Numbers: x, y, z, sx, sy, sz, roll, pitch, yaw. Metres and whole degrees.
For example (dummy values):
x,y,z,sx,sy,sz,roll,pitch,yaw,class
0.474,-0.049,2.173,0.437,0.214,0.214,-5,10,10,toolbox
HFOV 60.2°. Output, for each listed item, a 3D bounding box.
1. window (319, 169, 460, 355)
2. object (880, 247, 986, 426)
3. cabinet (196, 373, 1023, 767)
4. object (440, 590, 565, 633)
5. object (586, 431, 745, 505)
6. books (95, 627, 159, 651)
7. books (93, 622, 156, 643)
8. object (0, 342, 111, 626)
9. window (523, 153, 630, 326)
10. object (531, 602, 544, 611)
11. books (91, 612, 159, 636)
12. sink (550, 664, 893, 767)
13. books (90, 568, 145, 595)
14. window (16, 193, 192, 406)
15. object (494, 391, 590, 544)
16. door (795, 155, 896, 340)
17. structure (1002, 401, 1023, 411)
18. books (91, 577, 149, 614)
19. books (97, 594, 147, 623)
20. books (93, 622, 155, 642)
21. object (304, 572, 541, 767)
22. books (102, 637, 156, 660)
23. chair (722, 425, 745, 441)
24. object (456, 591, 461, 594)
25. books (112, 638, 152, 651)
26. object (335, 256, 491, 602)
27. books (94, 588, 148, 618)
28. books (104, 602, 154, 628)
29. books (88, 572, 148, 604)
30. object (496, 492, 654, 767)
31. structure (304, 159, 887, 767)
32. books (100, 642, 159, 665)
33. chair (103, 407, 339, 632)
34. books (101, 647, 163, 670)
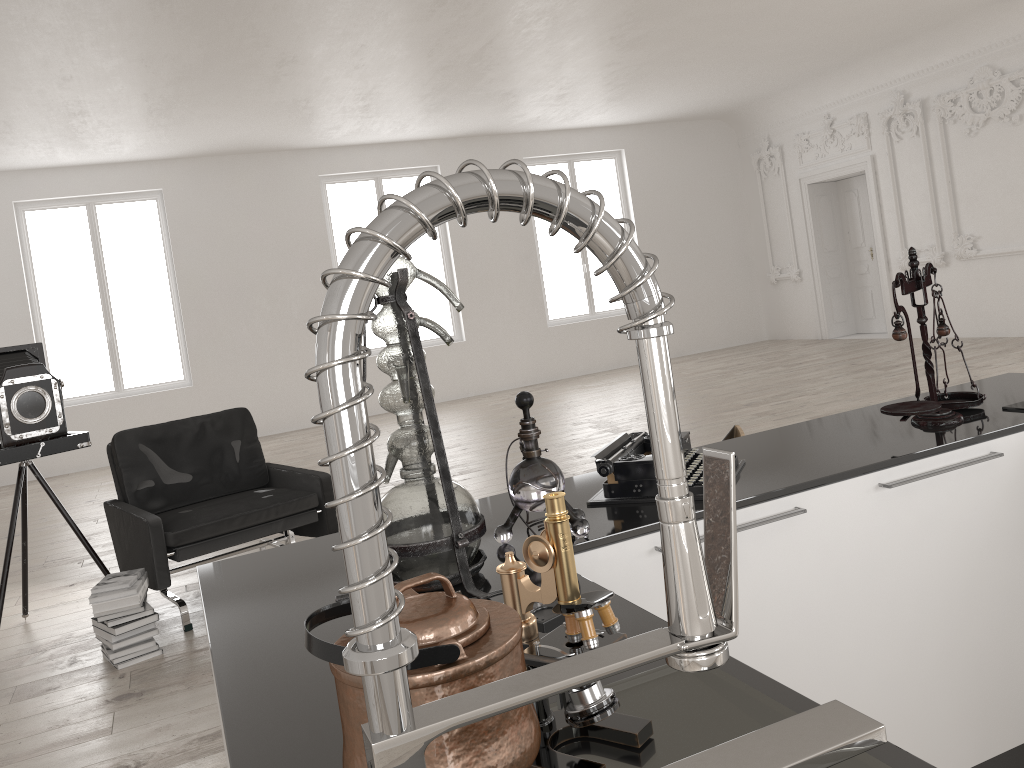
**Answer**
x,y,z,sx,sy,sz,roll,pitch,yaw,class
-1.741,-1.775,12.820,1.733,2.574,0.070,-9,2,-22,window
1.136,-0.135,2.422,0.167,0.489,0.517,-7,4,41,object
1.029,0.671,1.418,2.718,0.879,2.461,-11,6,-21,cabinet
-0.009,0.352,1.448,0.124,0.045,0.375,-12,7,-32,object
0.378,0.189,2.170,0.315,0.110,0.386,-6,6,23,object
-1.791,1.158,4.108,0.207,0.026,0.289,-13,7,-39,books
-1.807,1.128,4.116,0.200,0.034,0.258,-14,8,-42,books
-2.587,0.555,4.687,0.652,1.519,0.716,-7,3,43,object
1.129,-2.317,13.984,1.733,2.574,0.070,-9,2,-22,window
0.040,0.349,1.348,0.017,0.056,0.017,-10,2,-41,object
-1.796,1.091,4.100,0.200,0.034,0.299,-14,8,-44,books
0.249,0.495,0.551,0.487,0.140,1.165,-11,6,-21,sink
-1.834,0.918,4.122,0.172,0.022,0.243,-9,6,-7,books
-5.234,-1.114,11.403,1.733,2.574,0.070,-9,2,-22,window
0.039,0.167,1.877,0.204,0.311,0.221,-10,3,-23,object
5.195,-1.999,13.208,0.657,2.586,1.560,-9,2,-21,door
1.708,0.028,2.263,0.508,0.021,0.628,-11,6,-21,structure
-1.809,0.975,4.094,0.199,0.041,0.311,-10,6,-15,books
-1.809,1.033,4.111,0.199,0.025,0.274,-10,6,-20,books
-1.807,1.128,4.116,0.195,0.030,0.251,-14,8,-42,books
-0.066,0.309,0.790,0.186,0.279,0.209,-8,3,19,object
-1.785,1.201,4.111,0.200,0.025,0.280,-12,7,-31,books
0.554,0.608,3.324,0.778,0.769,0.635,-7,3,23,chair
-0.062,0.343,1.185,0.111,0.131,0.111,-9,3,-16,object
-1.797,1.177,4.130,0.173,0.022,0.242,-12,7,-33,books
-0.183,0.045,1.705,0.317,0.649,0.296,-8,2,22,object
-1.814,1.008,4.107,0.199,0.025,0.280,-10,6,-15,books
-1.798,1.058,4.113,0.200,0.025,0.276,-12,7,-33,books
-1.822,0.943,4.100,0.206,0.026,0.290,-10,6,-13,books
0.042,0.266,0.988,0.169,0.290,0.133,-7,3,38,object
0.059,0.178,0.419,0.281,0.580,0.130,-9,2,-22,structure
-1.780,1.226,4.115,0.200,0.025,0.273,-12,7,-35,books
-1.661,0.674,4.936,0.980,0.961,1.084,-11,5,-36,chair
-1.769,1.251,4.117,0.200,0.025,0.276,-13,7,-38,books
